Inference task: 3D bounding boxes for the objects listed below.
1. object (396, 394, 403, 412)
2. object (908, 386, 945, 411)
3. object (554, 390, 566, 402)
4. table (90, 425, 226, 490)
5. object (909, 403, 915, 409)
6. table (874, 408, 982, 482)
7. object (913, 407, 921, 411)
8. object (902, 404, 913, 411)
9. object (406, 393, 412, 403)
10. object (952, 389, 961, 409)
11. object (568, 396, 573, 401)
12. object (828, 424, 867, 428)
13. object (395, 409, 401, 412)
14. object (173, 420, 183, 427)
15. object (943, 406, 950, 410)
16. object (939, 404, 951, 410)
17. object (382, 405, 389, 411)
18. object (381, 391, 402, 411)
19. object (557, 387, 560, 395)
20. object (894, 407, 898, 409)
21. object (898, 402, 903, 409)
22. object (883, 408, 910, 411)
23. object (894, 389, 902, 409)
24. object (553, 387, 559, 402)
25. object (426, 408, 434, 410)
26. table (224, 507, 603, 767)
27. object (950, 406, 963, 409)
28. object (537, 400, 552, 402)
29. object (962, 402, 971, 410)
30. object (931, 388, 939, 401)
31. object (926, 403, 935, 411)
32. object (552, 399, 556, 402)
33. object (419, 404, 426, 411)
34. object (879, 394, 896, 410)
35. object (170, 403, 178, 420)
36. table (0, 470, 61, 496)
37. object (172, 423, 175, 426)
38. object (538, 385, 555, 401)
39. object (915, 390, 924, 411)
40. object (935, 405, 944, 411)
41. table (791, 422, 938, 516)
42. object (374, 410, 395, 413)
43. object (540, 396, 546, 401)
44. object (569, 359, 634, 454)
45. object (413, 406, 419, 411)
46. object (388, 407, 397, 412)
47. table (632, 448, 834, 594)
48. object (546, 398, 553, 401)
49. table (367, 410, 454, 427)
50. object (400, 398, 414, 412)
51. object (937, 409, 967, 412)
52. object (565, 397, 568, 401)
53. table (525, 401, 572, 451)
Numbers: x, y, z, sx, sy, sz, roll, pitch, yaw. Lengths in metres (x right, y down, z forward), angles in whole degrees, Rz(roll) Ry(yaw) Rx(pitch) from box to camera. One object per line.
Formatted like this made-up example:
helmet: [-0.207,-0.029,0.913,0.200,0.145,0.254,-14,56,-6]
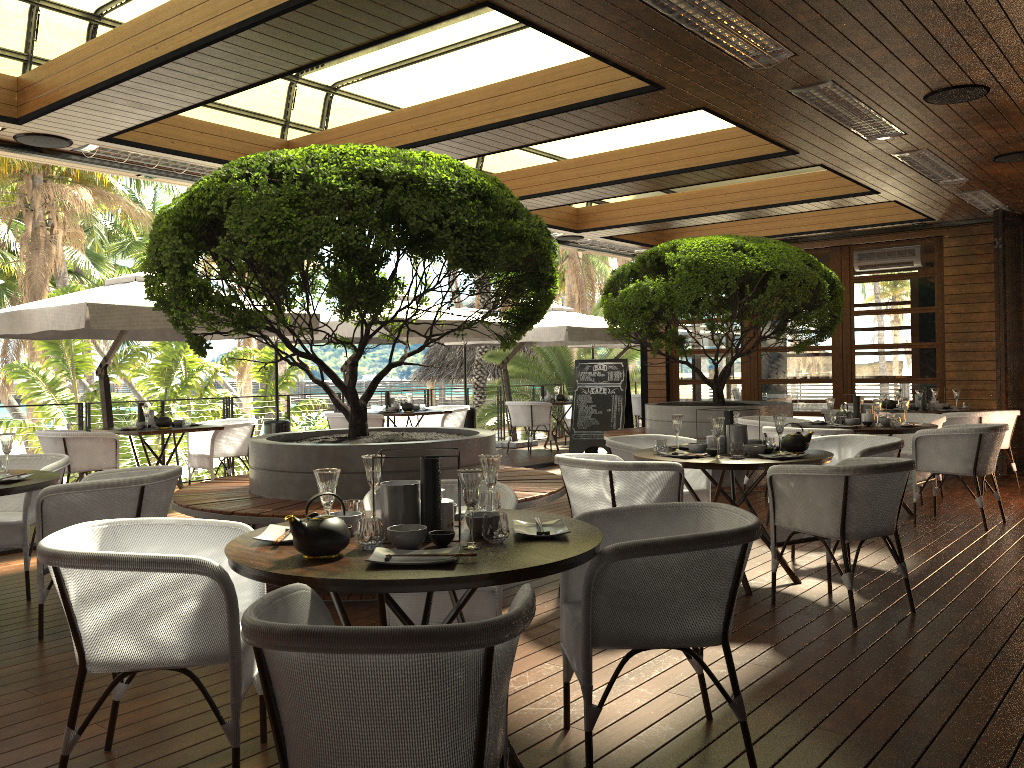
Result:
object: [-1.417,0.244,11.163,0.082,0.227,0.082,-1,0,28]
object: [4.553,0.154,9.746,0.263,0.264,0.263,-1,0,-16]
object: [0.768,0.187,14.027,0.168,0.179,0.163,-1,0,37]
table: [-3.511,0.808,8.822,0.931,0.749,0.932,-1,1,39]
object: [4.533,0.249,9.994,0.116,0.065,0.116,-2,1,-41]
table: [4.516,0.660,9.758,1.166,0.749,1.166,-1,1,7]
object: [4.391,0.269,9.616,0.080,0.042,0.080,-1,1,17]
object: [4.327,0.257,9.701,0.116,0.065,0.116,-1,1,9]
object: [-1.363,0.234,11.718,0.082,0.227,0.082,-1,0,39]
object: [4.801,0.167,9.575,0.082,0.227,0.082,-1,0,-27]
object: [0.942,0.228,14.169,0.086,0.086,0.086,-1,1,43]
object: [2.744,0.344,7.227,0.294,0.025,0.170,0,1,42]
object: [-1.440,0.338,11.240,0.080,0.042,0.080,-1,1,0]
object: [-3.358,0.397,8.945,0.116,0.065,0.116,0,1,37]
object: [4.695,0.264,9.585,0.080,0.042,0.080,-1,1,-18]
object: [4.758,0.249,9.744,0.116,0.065,0.116,-1,1,9]
object: [-1.617,0.317,11.353,0.086,0.086,0.086,-1,1,43]
object: [-1.572,0.225,11.569,0.263,0.264,0.263,-1,0,-6]
object: [0.742,0.155,14.362,0.082,0.227,0.082,-1,0,39]
object: [4.419,0.268,10.137,0.294,0.025,0.170,-1,1,-16]
object: [4.321,0.244,9.815,0.086,0.086,0.086,-1,1,38]
object: [4.182,0.281,9.600,0.170,0.025,0.294,-1,1,-11]
object: [4.339,0.169,9.959,0.082,0.227,0.082,-1,0,-27]
object: [0.688,0.165,13.807,0.082,0.227,0.082,-1,0,39]
object: [-1.199,0.335,11.734,0.294,0.025,0.170,0,1,39]
table: [-0.291,0.855,2.805,1.166,0.749,1.166,0,1,41]
object: [4.894,0.265,9.848,0.170,0.025,0.294,-1,1,-11]
object: [0.527,0.272,13.792,0.294,0.025,0.170,0,1,39]
object: [4.935,0.238,9.618,0.086,0.086,0.086,-1,1,38]
object: [4.765,0.161,9.988,0.082,0.227,0.082,-1,0,-11]
object: [4.474,0.248,9.473,0.086,0.086,0.086,-1,0,33]
object: [0.665,0.260,13.884,0.080,0.042,0.080,-1,1,30]
object: [-1.163,0.307,11.525,0.086,0.086,0.086,-1,1,43]
object: [4.210,0.198,9.919,0.163,0.179,0.168,-1,0,-13]
object: [-3.461,0.312,9.082,0.082,0.227,0.082,-1,0,39]
table: [-2.909,0.871,4.451,1.166,0.749,1.166,0,1,44]
object: [-3.437,0.408,9.006,0.080,0.042,0.080,-1,1,0]
object: [0.533,0.146,14.213,0.263,0.264,0.263,-1,0,-6]
object: [4.378,0.175,9.521,0.082,0.227,0.082,-1,0,-11]
object: [4.583,0.256,9.541,0.116,0.065,0.116,-2,1,-41]
table: [2.985,0.722,7.535,1.166,0.749,1.166,-1,1,7]
object: [-1.578,0.351,11.148,0.294,0.025,0.170,0,1,39]
object: [0.488,0.238,13.997,0.086,0.086,0.086,-1,1,43]
object: [1.270,0.346,12.496,0.768,1.397,0.771,-1,0,23]
object: [-1.260,0.318,11.581,0.116,0.065,0.116,0,1,37]
object: [-1.518,0.327,11.300,0.116,0.065,0.116,0,1,37]
table: [1.314,0.787,5.307,1.166,0.749,1.166,-1,1,19]
object: [0.587,0.248,13.944,0.116,0.065,0.116,0,1,43]
table: [-1.402,0.729,11.471,0.931,0.749,0.932,-1,1,39]
object: [-1.337,0.265,11.380,0.163,0.179,0.168,-1,0,40]
object: [4.673,0.277,9.378,0.294,0.025,0.170,-1,1,-16]
object: [0.845,0.240,14.225,0.116,0.065,0.116,0,1,43]
table: [0.707,0.650,14.120,0.931,0.749,0.932,-1,1,39]
